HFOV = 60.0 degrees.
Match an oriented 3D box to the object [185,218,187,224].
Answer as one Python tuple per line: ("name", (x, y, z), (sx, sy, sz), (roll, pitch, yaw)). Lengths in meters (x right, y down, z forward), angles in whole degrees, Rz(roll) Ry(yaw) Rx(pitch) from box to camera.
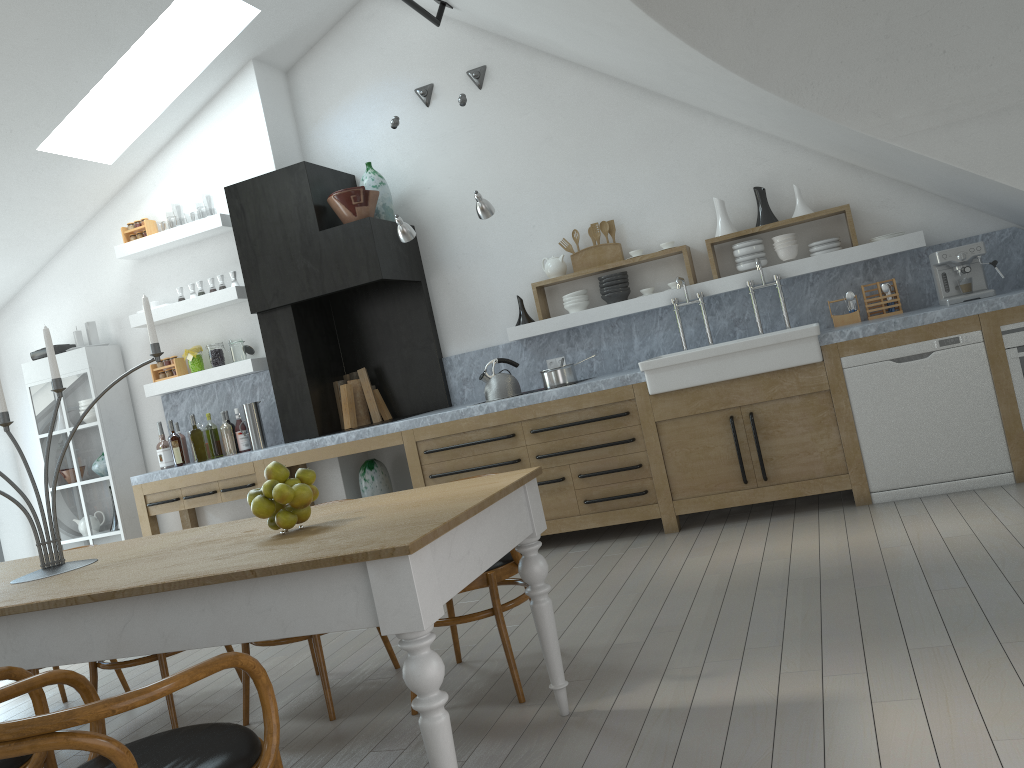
("object", (-2.508, -1.198, 6.699), (0.094, 0.093, 0.094), (-12, 0, -38))

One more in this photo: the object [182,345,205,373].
("object", (-2.386, -0.180, 6.662), (0.163, 0.199, 0.128), (-12, 0, 14))

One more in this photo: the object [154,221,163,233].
("object", (-2.657, -1.172, 6.717), (0.082, 0.105, 0.081), (-12, 0, -13))

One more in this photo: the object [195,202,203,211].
("object", (-2.329, -1.275, 6.636), (0.048, 0.169, 0.048), (-13, -1, 27))

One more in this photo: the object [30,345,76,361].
("object", (-3.579, -0.219, 6.979), (0.298, 0.119, 0.299), (-12, 1, 19))

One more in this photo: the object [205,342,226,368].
("object", (-2.199, -0.213, 6.599), (0.120, 0.183, 0.121), (-13, 0, 34))

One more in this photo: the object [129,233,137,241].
("object", (-2.903, -1.117, 6.802), (0.058, 0.075, 0.059), (-13, 0, 42))

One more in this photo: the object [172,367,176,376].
("object", (-2.550, -0.094, 6.742), (0.058, 0.075, 0.059), (-13, 0, 42))

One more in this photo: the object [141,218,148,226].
("object", (-2.797, -1.228, 6.760), (0.058, 0.075, 0.059), (-13, 0, 42))

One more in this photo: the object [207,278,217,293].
("object", (-2.224, -0.725, 6.575), (0.067, 0.124, 0.064), (-12, -1, 13))

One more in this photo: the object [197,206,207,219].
("object", (-2.273, -1.249, 6.519), (0.071, 0.099, 0.071), (-12, 0, -17))

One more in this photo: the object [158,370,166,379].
("object", (-2.674, -0.067, 6.786), (0.058, 0.075, 0.059), (-13, 0, 42))

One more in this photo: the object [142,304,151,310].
("object", (-2.786, -0.576, 6.783), (0.058, 0.061, 0.057), (-12, 0, 19))

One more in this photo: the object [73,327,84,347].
("object", (-3.347, -0.356, 6.843), (0.054, 0.196, 0.054), (-13, -1, 44))

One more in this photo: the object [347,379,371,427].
("object", (-1.141, 0.148, 6.574), (0.072, 0.367, 0.130), (-13, -1, 38))

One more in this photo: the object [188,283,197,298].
("object", (-2.390, -0.690, 6.635), (0.067, 0.124, 0.064), (-12, -1, 13))

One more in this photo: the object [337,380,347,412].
("object", (-1.225, 0.154, 6.557), (0.067, 0.367, 0.131), (-13, -1, 33))

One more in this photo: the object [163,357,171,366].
("object", (-2.630, -0.165, 6.766), (0.058, 0.075, 0.059), (-13, 0, 42))

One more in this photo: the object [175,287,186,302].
("object", (-2.493, -0.668, 6.671), (0.067, 0.124, 0.064), (-12, -1, 13))

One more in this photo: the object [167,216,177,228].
("object", (-2.529, -1.195, 6.609), (0.071, 0.099, 0.071), (-12, 0, -17))

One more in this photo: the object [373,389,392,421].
("object", (-0.980, 0.159, 6.634), (0.113, 0.252, 0.057), (-13, -1, 22))

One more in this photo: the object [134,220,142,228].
("object", (-2.859, -1.215, 6.782), (0.058, 0.075, 0.059), (-13, 0, 42))

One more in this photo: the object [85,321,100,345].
("object", (-3.276, -0.380, 6.920), (0.071, 0.211, 0.072), (-13, -1, 43))

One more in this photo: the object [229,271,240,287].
("object", (-2.038, -0.765, 6.500), (0.067, 0.124, 0.064), (-12, -1, 13))

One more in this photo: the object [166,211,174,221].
("object", (-2.585, -1.220, 6.727), (0.048, 0.169, 0.048), (-13, -1, 27))

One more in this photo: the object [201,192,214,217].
("object", (-2.222, -1.305, 6.482), (0.063, 0.187, 0.063), (-12, -1, -13))

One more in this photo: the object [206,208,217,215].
("object", (-2.252, -1.253, 6.608), (0.094, 0.093, 0.094), (-12, 0, -38))

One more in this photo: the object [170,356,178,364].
("object", (-2.568, -0.178, 6.744), (0.058, 0.075, 0.059), (-13, 0, 42))

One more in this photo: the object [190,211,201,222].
("object", (-2.334, -1.230, 6.571), (0.077, 0.085, 0.077), (-12, 0, -38))

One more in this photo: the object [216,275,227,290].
("object", (-2.141, -0.743, 6.537), (0.067, 0.124, 0.064), (-12, -1, 13))

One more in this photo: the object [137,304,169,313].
("object", (-2.713, -0.568, 6.757), (0.294, 0.025, 0.113), (-12, 1, 19))

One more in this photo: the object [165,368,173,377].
("object", (-2.612, -0.080, 6.764), (0.058, 0.075, 0.059), (-13, 0, 42))

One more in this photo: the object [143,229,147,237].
("object", (-2.779, -1.144, 6.759), (0.058, 0.075, 0.059), (-13, 0, 42))

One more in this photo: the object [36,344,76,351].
("object", (-3.581, -0.228, 6.979), (0.237, 0.119, 0.238), (-12, 1, 19))

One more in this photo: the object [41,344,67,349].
("object", (-3.583, -0.237, 6.979), (0.170, 0.119, 0.170), (-12, 0, 19))

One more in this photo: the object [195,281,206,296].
("object", (-2.316, -0.706, 6.593), (0.067, 0.124, 0.064), (-12, -1, 13))

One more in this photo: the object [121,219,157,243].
("object", (-2.844, -1.154, 6.779), (0.236, 0.146, 0.120), (-12, 0, 19))

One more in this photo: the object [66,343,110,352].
("object", (-3.291, -0.276, 6.882), (0.150, 0.025, 0.296), (-12, 1, 43))

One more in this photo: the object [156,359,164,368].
("object", (-2.692, -0.152, 6.788), (0.058, 0.075, 0.059), (-13, 0, 42))

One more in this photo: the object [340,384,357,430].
("object", (-1.193, 0.166, 6.467), (0.081, 0.336, 0.148), (-12, -1, 10))

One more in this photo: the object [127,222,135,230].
("object", (-2.921, -1.202, 6.804), (0.058, 0.075, 0.059), (-13, 0, 42))

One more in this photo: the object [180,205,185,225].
("object", (-2.474, -1.248, 6.636), (0.054, 0.179, 0.054), (-12, -1, -5))

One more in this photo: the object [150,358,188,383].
("object", (-2.615, -0.104, 6.763), (0.236, 0.146, 0.120), (-12, 0, 19))

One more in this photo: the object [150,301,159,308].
("object", (-2.719, -0.595, 6.757), (0.054, 0.071, 0.054), (-12, 0, 18))

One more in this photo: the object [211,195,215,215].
("object", (-2.218, -1.303, 6.545), (0.054, 0.179, 0.054), (-12, -1, -5))

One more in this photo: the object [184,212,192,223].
("object", (-2.401, -1.226, 6.626), (0.082, 0.105, 0.081), (-12, 0, -13))

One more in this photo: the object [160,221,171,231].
("object", (-2.590, -1.175, 6.662), (0.077, 0.085, 0.077), (-12, 0, -38))

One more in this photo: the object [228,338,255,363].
("object", (-1.999, -0.253, 6.531), (0.103, 0.178, 0.208), (-13, 0, 41))

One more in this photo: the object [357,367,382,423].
("object", (-1.044, 0.084, 6.569), (0.079, 0.427, 0.147), (-12, -1, -36))

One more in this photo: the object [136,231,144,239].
("object", (-2.841, -1.131, 6.781), (0.058, 0.075, 0.059), (-13, 0, 42))

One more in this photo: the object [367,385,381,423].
("object", (-1.051, 0.164, 6.679), (0.105, 0.296, 0.110), (-12, -1, -6))

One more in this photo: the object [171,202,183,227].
("object", (-2.478, -1.251, 6.572), (0.063, 0.187, 0.063), (-12, -1, -13))
